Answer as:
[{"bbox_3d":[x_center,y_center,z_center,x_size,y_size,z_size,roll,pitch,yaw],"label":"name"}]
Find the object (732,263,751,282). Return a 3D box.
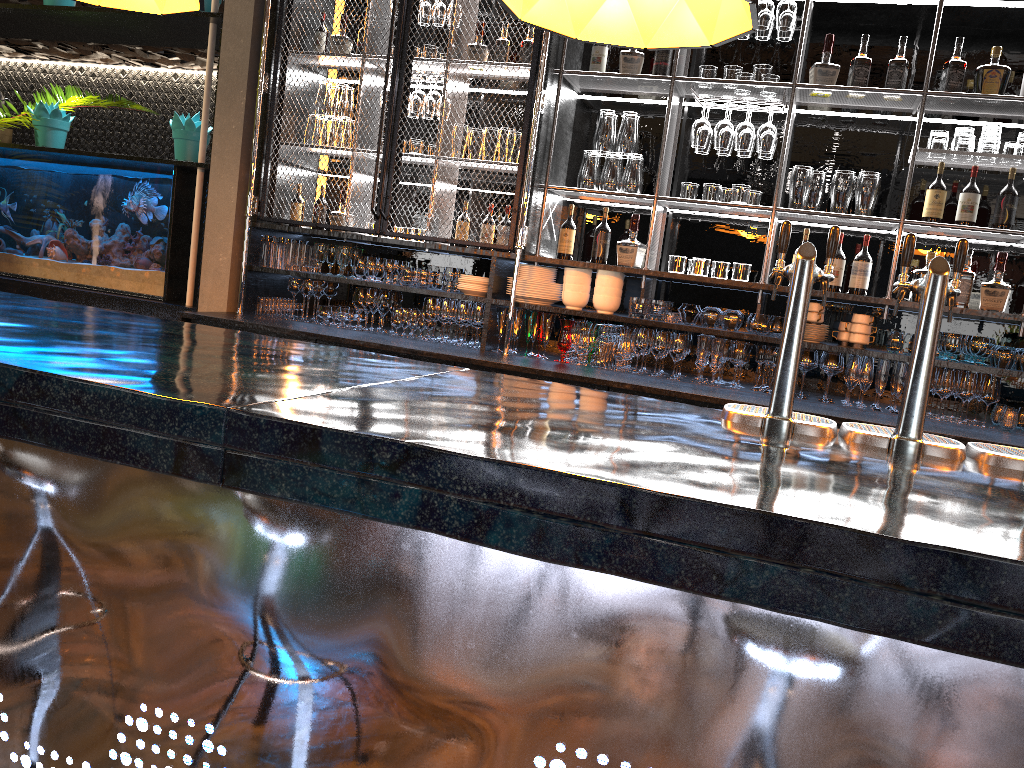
[{"bbox_3d":[1.128,-0.546,4.370,0.089,0.092,0.089,11,8,27],"label":"object"}]

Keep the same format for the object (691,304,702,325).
[{"bbox_3d":[0.914,-0.353,4.506,0.109,0.100,0.109,7,7,0],"label":"object"}]

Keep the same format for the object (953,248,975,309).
[{"bbox_3d":[2.093,-0.487,4.110,0.083,0.282,0.083,9,7,17],"label":"object"}]

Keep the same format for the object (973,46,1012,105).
[{"bbox_3d":[2.173,-1.395,4.014,0.151,0.248,0.094,10,7,20],"label":"object"}]

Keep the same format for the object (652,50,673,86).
[{"bbox_3d":[0.762,-1.658,4.447,0.086,0.299,0.086,4,7,-24],"label":"object"}]

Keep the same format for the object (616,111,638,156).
[{"bbox_3d":[0.591,-1.277,4.526,0.105,0.209,0.105,4,8,-28],"label":"object"}]

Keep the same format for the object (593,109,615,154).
[{"bbox_3d":[0.478,-1.295,4.551,0.105,0.209,0.105,4,8,-28],"label":"object"}]

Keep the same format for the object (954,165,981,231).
[{"bbox_3d":[2.118,-0.861,4.106,0.086,0.298,0.086,4,7,-24],"label":"object"}]

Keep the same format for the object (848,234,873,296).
[{"bbox_3d":[1.676,-0.565,4.245,0.086,0.298,0.086,4,7,-24],"label":"object"}]

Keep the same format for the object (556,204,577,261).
[{"bbox_3d":[0.295,-0.794,4.665,0.086,0.299,0.086,4,7,-24],"label":"object"}]

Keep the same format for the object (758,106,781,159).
[{"bbox_3d":[1.273,-1.242,4.390,0.092,0.244,0.092,5,7,-22],"label":"object"}]

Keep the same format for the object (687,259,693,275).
[{"bbox_3d":[0.950,-0.594,4.579,0.089,0.092,0.089,6,7,-11],"label":"object"}]

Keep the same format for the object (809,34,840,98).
[{"bbox_3d":[1.492,-1.518,4.223,0.123,0.279,0.123,8,7,5],"label":"object"}]

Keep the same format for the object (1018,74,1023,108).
[{"bbox_3d":[2.343,-1.394,3.975,0.086,0.298,0.086,4,7,-24],"label":"object"}]

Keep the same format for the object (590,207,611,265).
[{"bbox_3d":[0.466,-0.763,4.580,0.086,0.297,0.086,2,9,-39],"label":"object"}]

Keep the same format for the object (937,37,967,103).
[{"bbox_3d":[2.024,-1.438,4.059,0.083,0.282,0.083,8,7,2],"label":"object"}]

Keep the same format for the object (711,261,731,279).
[{"bbox_3d":[1.047,-0.567,4.461,0.089,0.092,0.089,11,8,27],"label":"object"}]

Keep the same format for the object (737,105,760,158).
[{"bbox_3d":[1.175,-1.258,4.420,0.092,0.244,0.092,5,7,-22],"label":"object"}]

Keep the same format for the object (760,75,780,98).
[{"bbox_3d":[1.279,-1.480,4.408,0.089,0.092,0.089,6,7,-15],"label":"object"}]

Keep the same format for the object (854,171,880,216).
[{"bbox_3d":[1.659,-0.883,4.156,0.105,0.209,0.105,4,8,-28],"label":"object"}]

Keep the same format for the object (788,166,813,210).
[{"bbox_3d":[1.375,-0.930,4.239,0.105,0.209,0.105,4,8,-28],"label":"object"}]

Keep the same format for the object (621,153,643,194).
[{"bbox_3d":[0.615,-1.061,4.514,0.105,0.209,0.105,4,8,-28],"label":"object"}]

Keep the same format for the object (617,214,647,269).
[{"bbox_3d":[0.617,-0.729,4.547,0.123,0.279,0.123,11,8,30],"label":"object"}]

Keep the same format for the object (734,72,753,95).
[{"bbox_3d":[1.157,-1.499,4.433,0.089,0.092,0.089,11,8,27],"label":"object"}]

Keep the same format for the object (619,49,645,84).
[{"bbox_3d":[0.609,-1.670,4.476,0.123,0.279,0.123,8,7,5],"label":"object"}]

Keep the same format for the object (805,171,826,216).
[{"bbox_3d":[1.469,-0.928,4.330,0.105,0.209,0.105,4,8,-28],"label":"object"}]

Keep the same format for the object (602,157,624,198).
[{"bbox_3d":[0.535,-1.089,4.665,0.105,0.209,0.105,4,8,-28],"label":"object"}]

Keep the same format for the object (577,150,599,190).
[{"bbox_3d":[0.397,-1.099,4.592,0.105,0.209,0.105,4,8,-28],"label":"object"}]

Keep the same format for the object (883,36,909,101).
[{"bbox_3d":[1.798,-1.469,4.128,0.083,0.282,0.083,12,8,32],"label":"object"}]

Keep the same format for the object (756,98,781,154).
[{"bbox_3d":[1.223,-1.230,4.233,0.092,0.244,0.092,5,7,-22],"label":"object"}]

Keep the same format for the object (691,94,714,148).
[{"bbox_3d":[0.928,-1.279,4.323,0.092,0.244,0.092,5,7,-22],"label":"object"}]

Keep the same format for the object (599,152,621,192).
[{"bbox_3d":[0.509,-1.080,4.559,0.105,0.209,0.105,4,8,-28],"label":"object"}]

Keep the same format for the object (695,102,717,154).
[{"bbox_3d":[0.978,-1.291,4.480,0.092,0.244,0.092,5,7,-22],"label":"object"}]

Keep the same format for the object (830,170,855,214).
[{"bbox_3d":[1.563,-0.902,4.210,0.105,0.209,0.105,4,8,-28],"label":"object"}]

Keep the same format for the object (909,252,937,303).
[{"bbox_3d":[1.945,-0.493,4.156,0.151,0.248,0.094,8,7,6],"label":"object"}]

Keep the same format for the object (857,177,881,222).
[{"bbox_3d":[1.702,-0.889,4.255,0.105,0.209,0.105,4,8,-28],"label":"object"}]

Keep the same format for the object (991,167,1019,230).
[{"bbox_3d":[2.253,-0.834,4.036,0.086,0.297,0.086,4,7,-24],"label":"object"}]

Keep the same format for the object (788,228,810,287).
[{"bbox_3d":[1.415,-0.608,4.323,0.086,0.299,0.086,4,7,-24],"label":"object"}]

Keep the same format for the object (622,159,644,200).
[{"bbox_3d":[0.636,-1.071,4.623,0.105,0.209,0.105,4,8,-28],"label":"object"}]

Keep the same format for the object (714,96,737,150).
[{"bbox_3d":[1.032,-1.262,4.292,0.092,0.244,0.092,5,7,-22],"label":"object"}]

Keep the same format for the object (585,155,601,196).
[{"bbox_3d":[0.422,-1.109,4.707,0.105,0.209,0.105,4,8,-28],"label":"object"}]

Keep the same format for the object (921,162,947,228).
[{"bbox_3d":[1.973,-0.881,4.124,0.086,0.299,0.086,4,7,-24],"label":"object"}]

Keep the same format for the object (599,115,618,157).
[{"bbox_3d":[0.506,-1.304,4.659,0.105,0.209,0.105,4,8,-28],"label":"object"}]

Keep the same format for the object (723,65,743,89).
[{"bbox_3d":[1.074,-1.498,4.331,0.089,0.092,0.089,6,7,-15],"label":"object"}]

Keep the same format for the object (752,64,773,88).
[{"bbox_3d":[1.194,-1.471,4.242,0.089,0.092,0.089,6,7,-15],"label":"object"}]

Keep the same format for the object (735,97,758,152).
[{"bbox_3d":[1.125,-1.246,4.263,0.092,0.244,0.092,5,7,-22],"label":"object"}]

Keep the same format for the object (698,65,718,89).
[{"bbox_3d":[0.966,-1.518,4.388,0.089,0.092,0.089,6,7,-15],"label":"object"}]

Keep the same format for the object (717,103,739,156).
[{"bbox_3d":[1.082,-1.274,4.449,0.092,0.244,0.092,5,7,-22],"label":"object"}]

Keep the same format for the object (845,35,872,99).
[{"bbox_3d":[1.641,-1.495,4.176,0.083,0.282,0.083,8,7,2],"label":"object"}]

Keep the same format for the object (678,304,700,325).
[{"bbox_3d":[0.866,-0.341,4.355,0.109,0.100,0.109,7,7,0],"label":"object"}]

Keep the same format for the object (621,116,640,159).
[{"bbox_3d":[0.614,-1.285,4.614,0.105,0.209,0.105,4,8,-28],"label":"object"}]

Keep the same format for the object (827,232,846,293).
[{"bbox_3d":[1.571,-0.586,4.302,0.086,0.298,0.086,4,7,-24],"label":"object"}]

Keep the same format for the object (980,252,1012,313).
[{"bbox_3d":[2.220,-0.462,4.058,0.123,0.279,0.123,11,8,30],"label":"object"}]

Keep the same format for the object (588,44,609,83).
[{"bbox_3d":[0.455,-1.712,4.569,0.086,0.298,0.086,4,7,-24],"label":"object"}]
